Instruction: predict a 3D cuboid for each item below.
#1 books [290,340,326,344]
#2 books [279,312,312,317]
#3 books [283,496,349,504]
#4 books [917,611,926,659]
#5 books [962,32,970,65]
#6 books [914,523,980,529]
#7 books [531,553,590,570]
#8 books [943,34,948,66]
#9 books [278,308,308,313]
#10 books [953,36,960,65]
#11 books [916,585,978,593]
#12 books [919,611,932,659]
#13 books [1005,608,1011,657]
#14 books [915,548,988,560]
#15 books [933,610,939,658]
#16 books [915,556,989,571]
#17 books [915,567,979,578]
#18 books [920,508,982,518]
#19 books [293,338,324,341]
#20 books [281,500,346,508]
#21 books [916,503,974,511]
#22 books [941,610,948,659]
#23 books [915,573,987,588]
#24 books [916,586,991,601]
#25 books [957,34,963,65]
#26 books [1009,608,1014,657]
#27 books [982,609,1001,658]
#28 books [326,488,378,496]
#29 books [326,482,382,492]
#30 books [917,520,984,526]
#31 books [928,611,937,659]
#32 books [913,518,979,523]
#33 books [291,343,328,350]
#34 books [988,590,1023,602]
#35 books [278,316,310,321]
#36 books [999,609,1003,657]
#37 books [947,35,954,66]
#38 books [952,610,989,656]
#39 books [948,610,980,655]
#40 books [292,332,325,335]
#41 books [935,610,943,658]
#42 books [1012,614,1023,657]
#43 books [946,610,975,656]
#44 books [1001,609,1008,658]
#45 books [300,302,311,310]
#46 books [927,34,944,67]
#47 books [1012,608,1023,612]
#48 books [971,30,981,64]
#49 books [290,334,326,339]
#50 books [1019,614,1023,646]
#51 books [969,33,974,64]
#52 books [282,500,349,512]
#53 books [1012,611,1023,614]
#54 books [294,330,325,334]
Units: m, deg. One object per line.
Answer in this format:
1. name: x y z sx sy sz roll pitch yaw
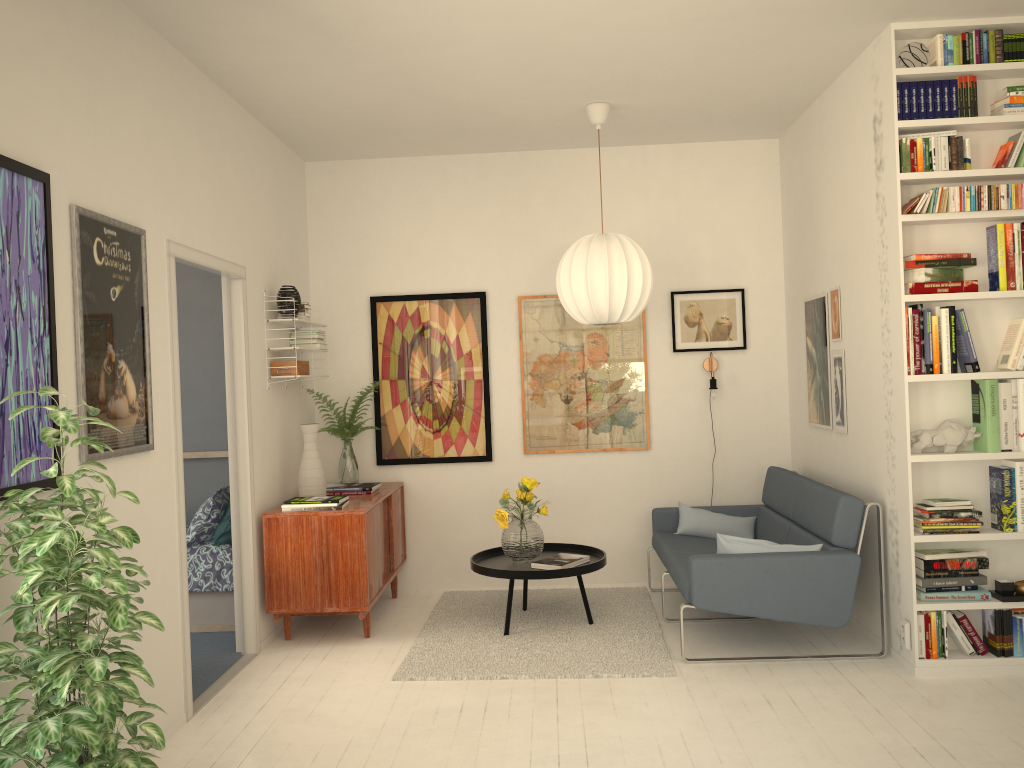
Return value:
1. books: -1.273 -0.259 5.538 0.168 0.021 0.197 -2 0 5
2. books: -1.280 -0.407 5.242 0.158 0.019 0.131 -2 0 4
3. books: -1.065 0.632 4.835 0.311 0.015 0.192 -2 0 6
4. books: 1.824 1.128 4.041 0.039 0.199 0.185 -2 0 2
5. books: 2.018 -1.485 4.020 0.028 0.147 0.192 -2 0 2
6. books: 1.960 0.637 4.026 0.248 0.009 0.171 -2 0 5
7. books: 0.269 0.979 4.880 0.200 0.031 0.289 -2 1 37
8. books: 1.932 -1.483 4.039 0.013 0.146 0.208 -2 0 2
9. books: -1.291 -0.428 5.236 0.155 0.024 0.136 -2 0 -5
10. books: 1.975 -1.477 4.055 0.025 0.131 0.253 -2 0 2
11. books: 1.964 0.915 4.049 0.241 0.024 0.168 -2 0 -3
12. books: 1.857 1.122 4.036 0.026 0.206 0.187 -2 0 2
13. books: 2.201 1.101 4.023 0.015 0.214 0.202 -2 0 2
14. books: 1.982 0.766 4.049 0.297 0.024 0.162 -2 0 -7
15. books: 1.897 1.118 4.044 0.012 0.206 0.193 -2 0 2
16. books: 1.979 0.804 4.035 0.285 0.047 0.185 -2 0 2
17. books: 1.963 0.847 4.034 0.247 0.039 0.143 -2 0 -1
18. books: 1.984 0.584 4.035 0.235 0.025 0.163 -2 0 9
19. books: -1.273 -0.275 5.554 0.147 0.012 0.195 -2 0 0
20. books: -1.076 0.648 4.835 0.296 0.015 0.240 -2 0 2
21. books: 1.954 0.553 4.038 0.212 0.017 0.165 -2 0 0
22. books: 1.929 1.113 4.028 0.010 0.215 0.193 -2 0 2
23. books: 1.970 0.883 4.033 0.297 0.039 0.165 -2 0 -3
24. books: 1.989 0.948 4.048 0.297 0.038 0.204 -2 0 7
25. books: 1.996 -1.482 4.040 0.018 0.141 0.206 -2 0 2
26. books: 2.216 1.101 4.028 0.015 0.214 0.202 -2 0 2
27. books: 2.155 1.103 4.023 0.015 0.214 0.202 -2 0 2
28. books: -1.025 0.657 5.451 0.371 0.022 0.259 -2 0 2
29. books: -1.012 0.636 5.457 0.368 0.020 0.255 -2 0 5
30. books: 1.985 0.624 4.051 0.255 0.014 0.197 -2 0 12
31. books: 1.881 1.118 4.031 0.020 0.211 0.185 -2 0 2
32. books: 1.964 0.613 4.033 0.250 0.008 0.135 -2 0 -1
33. books: -1.266 -0.230 5.546 0.179 0.037 0.190 -2 0 2
34. books: 2.273 0.947 3.970 0.214 0.023 0.130 -2 0 2
35. books: -1.287 -0.383 5.240 0.159 0.028 0.147 -2 0 -1
36. books: 2.171 1.102 4.030 0.015 0.214 0.202 -2 0 2
37. books: 1.950 -1.478 4.013 0.023 0.137 0.161 -2 0 2
38. books: 2.065 1.121 4.025 0.131 0.188 0.136 -2 0 2
39. books: 2.032 1.119 4.020 0.118 0.192 0.118 -2 0 2
40. books: -1.269 -0.309 5.546 0.153 0.013 0.197 -2 0 5
41. books: 1.914 1.114 4.044 0.021 0.215 0.174 -2 0 2
42. books: 2.247 1.118 4.034 0.044 0.179 0.224 -2 0 2
43. books: 2.002 1.116 4.028 0.135 0.200 0.134 -2 0 2
44. books: 2.185 1.102 4.016 0.015 0.214 0.202 -2 0 2
45. books: -1.280 -0.459 5.229 0.178 0.036 0.145 -2 0 -5
46. books: 1.912 -1.483 4.023 0.026 0.149 0.155 -2 0 2
47. books: 2.323 1.010 4.001 0.165 0.006 0.103 -2 0 2
48. books: 2.068 -1.493 4.042 0.024 0.156 0.228 -2 0 2
49. books: -1.271 -0.291 5.539 0.173 0.023 0.190 -2 0 2
50. books: 2.282 1.117 4.028 0.032 0.176 0.222 -2 0 2
51. books: 2.044 -1.488 4.035 0.024 0.148 0.188 -2 0 2
52. books: -1.066 0.664 4.835 0.320 0.020 0.237 -2 0 -1
53. books: 2.337 1.019 4.019 0.193 0.012 0.130 -2 0 2
54. books: -1.264 -0.323 5.544 0.147 0.016 0.195 -2 0 0
